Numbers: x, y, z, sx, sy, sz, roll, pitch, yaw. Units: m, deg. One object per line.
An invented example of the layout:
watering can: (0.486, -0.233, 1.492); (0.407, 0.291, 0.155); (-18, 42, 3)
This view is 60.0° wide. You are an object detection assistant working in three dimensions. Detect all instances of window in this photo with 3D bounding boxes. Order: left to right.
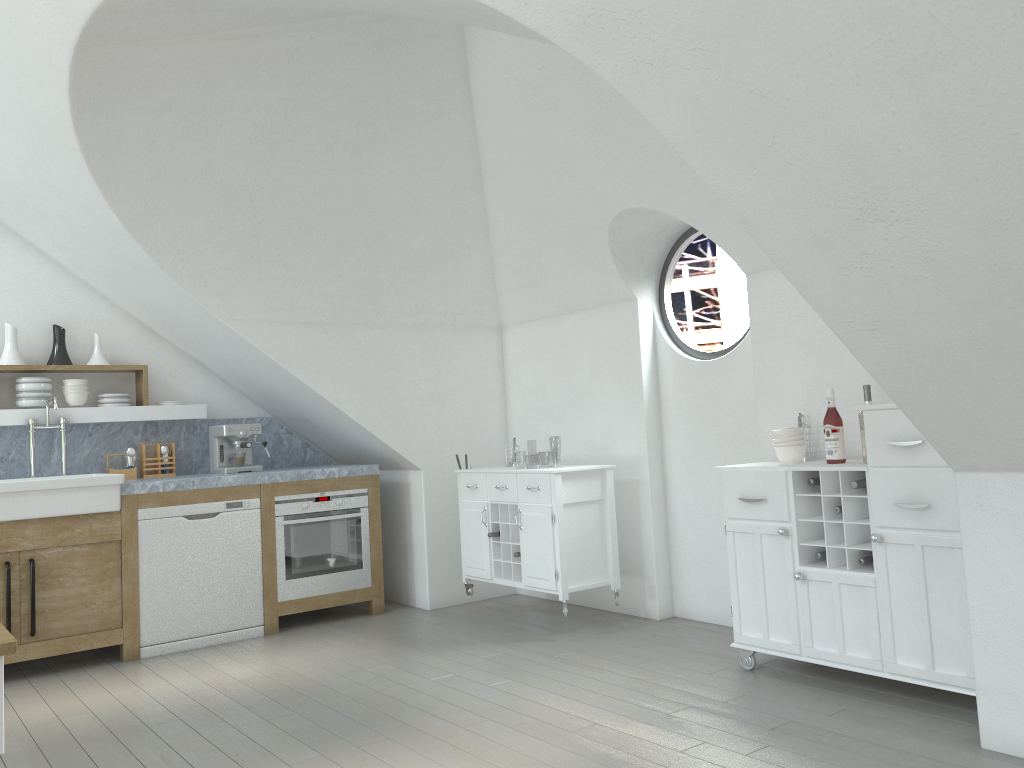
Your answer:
window: (1.151, -0.536, 5.071); (0.060, 0.902, 0.898); (0, -5, -36)

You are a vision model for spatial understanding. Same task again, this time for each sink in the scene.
sink: (-2.741, 0.629, 4.852); (1.021, 0.202, 0.725); (-1, -4, -36)

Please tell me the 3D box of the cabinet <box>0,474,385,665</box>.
cabinet: (-3.704, 1.180, 4.258); (6.428, 1.024, 1.001); (-1, -5, -36)

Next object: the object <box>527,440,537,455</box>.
object: (0.123, 0.422, 5.321); (0.048, 0.170, 0.048); (-7, -6, 41)

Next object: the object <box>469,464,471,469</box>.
object: (-0.264, 0.649, 5.748); (0.038, 0.263, 0.038); (-3, -5, -4)

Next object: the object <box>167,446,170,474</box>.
object: (-2.253, 0.504, 5.805); (0.022, 0.196, 0.018); (0, -6, -35)

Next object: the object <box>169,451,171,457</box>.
object: (-2.255, 0.515, 5.824); (0.019, 0.179, 0.044); (-6, -5, 31)

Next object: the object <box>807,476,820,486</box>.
object: (1.400, 0.415, 3.838); (0.359, 0.094, 0.092); (-1, -5, -36)

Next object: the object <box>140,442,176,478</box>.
object: (-2.316, 0.496, 5.792); (0.200, 0.223, 0.103); (0, -5, -36)

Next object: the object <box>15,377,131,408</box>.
object: (-2.742, 0.059, 5.563); (0.657, 0.196, 0.197); (-1, -5, -37)

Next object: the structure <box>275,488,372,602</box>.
structure: (-1.350, 1.020, 5.802); (0.632, 0.638, 0.629); (0, -5, -36)

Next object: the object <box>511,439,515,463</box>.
object: (0.009, 0.436, 5.724); (0.024, 0.164, 0.039); (-1, -5, -24)

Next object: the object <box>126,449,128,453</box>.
object: (-2.448, 0.505, 5.679); (0.040, 0.193, 0.042); (-3, -5, 1)

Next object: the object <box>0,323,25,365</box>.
object: (-3.049, -0.239, 5.398); (0.156, 0.269, 0.156); (-7, -6, 42)

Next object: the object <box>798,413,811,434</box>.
object: (1.382, 0.244, 4.252); (0.065, 0.209, 0.115); (0, -5, -34)

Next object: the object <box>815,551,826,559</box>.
object: (1.437, 0.718, 3.791); (0.331, 0.086, 0.155); (-1, -4, -35)

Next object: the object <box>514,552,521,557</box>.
object: (0.143, 0.989, 5.215); (0.317, 0.083, 0.081); (-1, -5, -37)

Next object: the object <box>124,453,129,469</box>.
object: (-2.446, 0.515, 5.633); (0.019, 0.179, 0.044); (-5, -5, 18)

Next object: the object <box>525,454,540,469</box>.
object: (0.123, 0.461, 5.252); (0.077, 0.085, 0.077); (-7, -5, 41)

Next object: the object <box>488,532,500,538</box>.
object: (-0.010, 0.902, 5.360); (0.317, 0.085, 0.081); (-1, -5, -36)

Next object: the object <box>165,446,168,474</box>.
object: (-2.259, 0.504, 5.796); (0.018, 0.197, 0.020); (-2, -5, -14)

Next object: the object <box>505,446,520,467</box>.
object: (0.006, 0.471, 5.744); (0.067, 0.138, 0.101); (0, -5, -36)

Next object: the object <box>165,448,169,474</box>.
object: (-2.284, 0.504, 5.825); (0.040, 0.193, 0.042); (-4, -5, 13)

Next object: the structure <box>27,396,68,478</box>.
structure: (-2.698, 0.345, 5.269); (0.332, 0.531, 0.214); (-6, -5, 34)

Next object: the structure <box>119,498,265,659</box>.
structure: (-1.955, 1.125, 5.349); (0.724, 0.825, 0.597); (0, -5, -36)

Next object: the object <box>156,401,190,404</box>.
object: (-2.265, 0.133, 5.918); (0.213, 0.025, 0.213); (-6, -4, 41)

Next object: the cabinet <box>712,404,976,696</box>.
cabinet: (1.515, 0.672, 3.773); (0.610, 1.156, 1.239); (0, -5, -36)

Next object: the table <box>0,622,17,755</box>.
table: (-2.535, 0.929, 1.011); (3.349, 0.801, 1.016); (-1, -4, -36)

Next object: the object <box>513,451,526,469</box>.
object: (0.047, 0.457, 5.294); (0.082, 0.105, 0.081); (-1, -5, -23)

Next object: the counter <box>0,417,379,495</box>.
counter: (-3.704, 0.362, 4.388); (6.575, 0.621, 0.959); (-1, -4, -36)

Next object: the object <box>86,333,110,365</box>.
object: (-2.658, -0.220, 5.690); (0.156, 0.219, 0.156); (-6, -5, 35)

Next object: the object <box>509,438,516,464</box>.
object: (0.002, 0.436, 5.758); (0.054, 0.175, 0.039); (0, -6, -36)

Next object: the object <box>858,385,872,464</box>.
object: (1.509, 0.169, 3.736); (0.085, 0.331, 0.085); (-4, -5, 13)

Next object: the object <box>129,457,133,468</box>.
object: (-2.430, 0.506, 5.654); (0.018, 0.196, 0.023); (1, -6, -41)

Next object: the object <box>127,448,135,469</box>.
object: (-2.419, 0.502, 5.640); (0.040, 0.193, 0.042); (-3, -5, 0)

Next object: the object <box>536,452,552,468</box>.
object: (0.199, 0.455, 5.304); (0.094, 0.094, 0.093); (-7, -5, 41)

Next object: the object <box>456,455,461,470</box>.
object: (-0.319, 0.592, 5.773); (0.088, 0.269, 0.029); (-6, -5, 27)

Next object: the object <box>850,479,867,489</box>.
object: (1.516, 0.404, 3.666); (0.360, 0.085, 0.087); (-1, -5, -36)

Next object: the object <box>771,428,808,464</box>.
object: (1.263, 0.285, 4.036); (0.158, 0.160, 0.154); (-3, -4, -8)

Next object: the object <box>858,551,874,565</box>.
object: (1.534, 0.708, 3.647); (0.358, 0.081, 0.081); (-1, -5, -38)

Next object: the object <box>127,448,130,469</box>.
object: (-2.450, 0.508, 5.663); (0.018, 0.197, 0.020); (-1, -5, -27)

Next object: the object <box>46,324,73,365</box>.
object: (-2.835, -0.242, 5.551); (0.156, 0.269, 0.156); (0, -5, -32)

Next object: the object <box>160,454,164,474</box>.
object: (-2.292, 0.516, 5.813); (0.019, 0.179, 0.044); (1, -6, -39)

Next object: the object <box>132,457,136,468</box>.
object: (-2.413, 0.514, 5.652); (0.044, 0.179, 0.019); (-7, -6, 38)

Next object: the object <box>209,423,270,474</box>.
object: (-1.762, 0.424, 5.814); (0.324, 0.321, 0.386); (0, -5, -36)

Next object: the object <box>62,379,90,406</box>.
object: (-2.728, 0.055, 5.544); (0.158, 0.160, 0.154); (-3, -4, -8)

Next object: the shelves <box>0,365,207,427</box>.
shelves: (-4.290, -0.415, 4.331); (5.549, 1.365, 0.479); (0, -5, -42)

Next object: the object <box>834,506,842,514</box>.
object: (1.471, 0.518, 3.752); (0.331, 0.086, 0.085); (-1, -5, -37)

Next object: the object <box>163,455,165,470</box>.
object: (-2.276, 0.506, 5.808); (0.018, 0.196, 0.023); (-1, -5, -29)

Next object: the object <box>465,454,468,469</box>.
object: (-0.286, 0.588, 5.730); (0.029, 0.269, 0.088); (-2, -5, -10)

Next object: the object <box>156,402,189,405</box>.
object: (-2.264, 0.142, 5.917); (0.213, 0.025, 0.213); (-6, -4, 41)

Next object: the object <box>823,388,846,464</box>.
object: (1.407, 0.183, 3.884); (0.081, 0.330, 0.081); (1, -6, -40)

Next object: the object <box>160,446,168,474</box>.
object: (-2.265, 0.501, 5.781); (0.040, 0.193, 0.042); (-4, -5, 14)

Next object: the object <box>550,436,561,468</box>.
object: (0.260, 0.399, 5.191); (0.063, 0.187, 0.063); (-7, -6, 39)

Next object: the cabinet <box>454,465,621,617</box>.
cabinet: (0.109, 0.904, 5.359); (0.497, 0.791, 1.132); (0, -5, -36)

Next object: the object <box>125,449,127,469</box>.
object: (-2.453, 0.507, 5.652); (0.019, 0.196, 0.022); (-7, -6, 42)

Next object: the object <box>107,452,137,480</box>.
object: (-2.487, 0.524, 5.650); (0.173, 0.172, 0.100); (0, -5, -35)

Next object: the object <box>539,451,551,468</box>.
object: (0.195, 0.448, 5.213); (0.071, 0.099, 0.071); (-2, -4, -13)

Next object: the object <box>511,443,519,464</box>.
object: (0.012, 0.451, 5.749); (0.029, 0.137, 0.097); (0, -5, -33)

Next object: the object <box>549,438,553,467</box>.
object: (0.251, 0.406, 5.254); (0.054, 0.179, 0.054); (-6, -5, 31)
